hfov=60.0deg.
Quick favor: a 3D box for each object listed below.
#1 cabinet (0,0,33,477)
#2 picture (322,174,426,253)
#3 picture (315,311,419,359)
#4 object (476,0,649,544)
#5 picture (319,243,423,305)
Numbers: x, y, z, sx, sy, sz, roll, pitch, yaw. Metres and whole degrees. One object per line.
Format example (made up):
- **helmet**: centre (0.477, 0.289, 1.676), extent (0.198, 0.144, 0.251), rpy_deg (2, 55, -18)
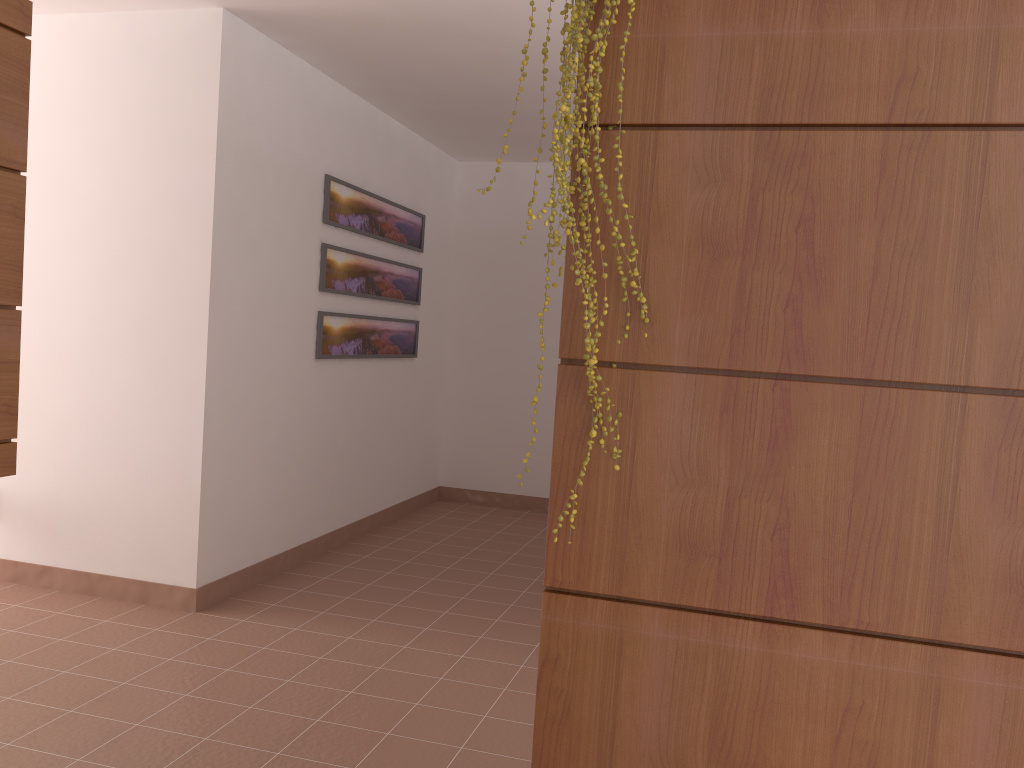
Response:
- **cabinet**: centre (-2.224, -0.313, 0.084), extent (0.754, 1.200, 4.718), rpy_deg (4, 3, 15)
- **picture**: centre (-0.774, -0.974, 5.224), extent (0.015, 0.248, 1.408), rpy_deg (4, 3, 15)
- **picture**: centre (-0.818, -0.276, 5.260), extent (0.015, 0.248, 1.408), rpy_deg (4, 3, 15)
- **object**: centre (0.132, -0.401, 1.540), extent (0.297, 1.344, 0.279), rpy_deg (2, 3, -26)
- **picture**: centre (-0.796, -0.625, 5.242), extent (0.015, 0.248, 1.408), rpy_deg (4, 3, 15)
